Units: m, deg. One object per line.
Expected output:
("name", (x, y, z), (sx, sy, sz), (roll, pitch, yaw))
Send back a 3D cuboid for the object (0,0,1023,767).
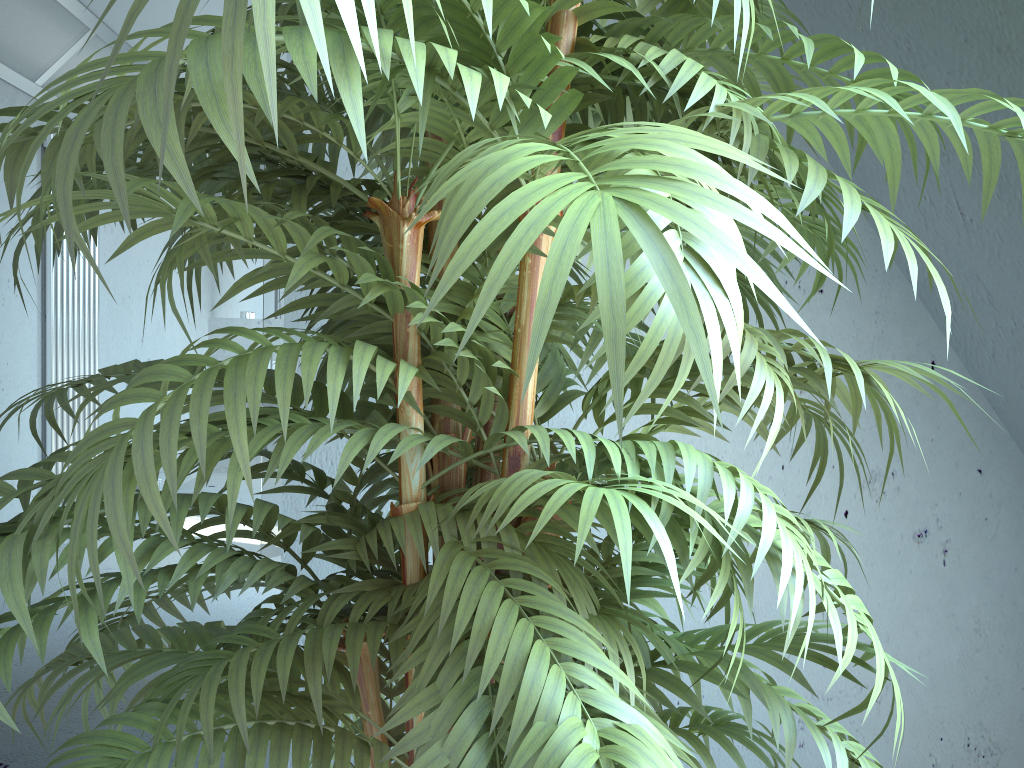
("object", (-0.031, 0.017, 0.824), (1.020, 2.034, 0.980), (-1, 4, -45))
